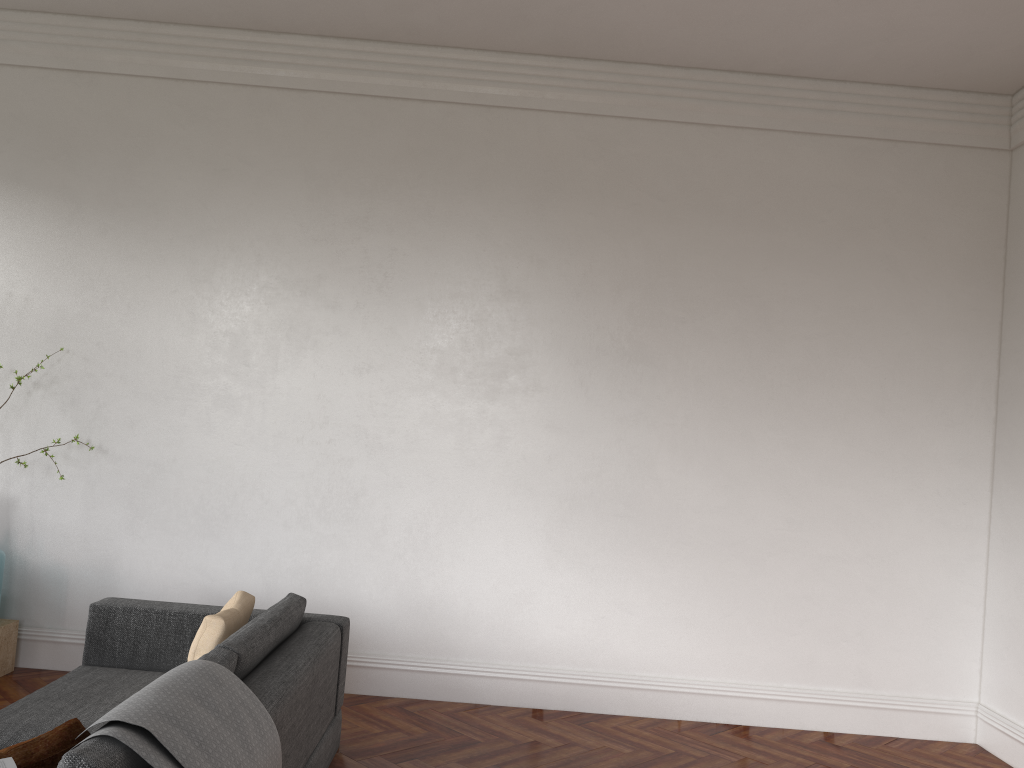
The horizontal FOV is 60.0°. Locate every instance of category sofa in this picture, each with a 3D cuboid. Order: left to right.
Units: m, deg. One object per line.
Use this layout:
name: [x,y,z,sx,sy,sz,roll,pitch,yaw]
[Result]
sofa: [-1.444,1.311,3.153,1.262,0.828,2.648,5,-4,0]

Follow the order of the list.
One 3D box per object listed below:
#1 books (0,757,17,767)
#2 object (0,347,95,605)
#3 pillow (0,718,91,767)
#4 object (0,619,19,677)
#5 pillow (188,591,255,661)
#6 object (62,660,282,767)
books: [-1.185,0.923,1.947,0.278,0.096,0.225,2,-5,41]
object: [-2.878,0.367,5.193,0.808,2.056,0.354,6,-3,-19]
pillow: [-1.350,1.062,2.225,0.330,0.396,0.470,3,-4,37]
object: [-3.144,1.526,5.067,0.435,0.316,0.341,5,-3,0]
pillow: [-1.271,1.140,3.775,0.225,0.460,0.486,5,-3,-1]
object: [-0.934,1.076,2.568,0.400,0.387,0.753,5,-3,0]
